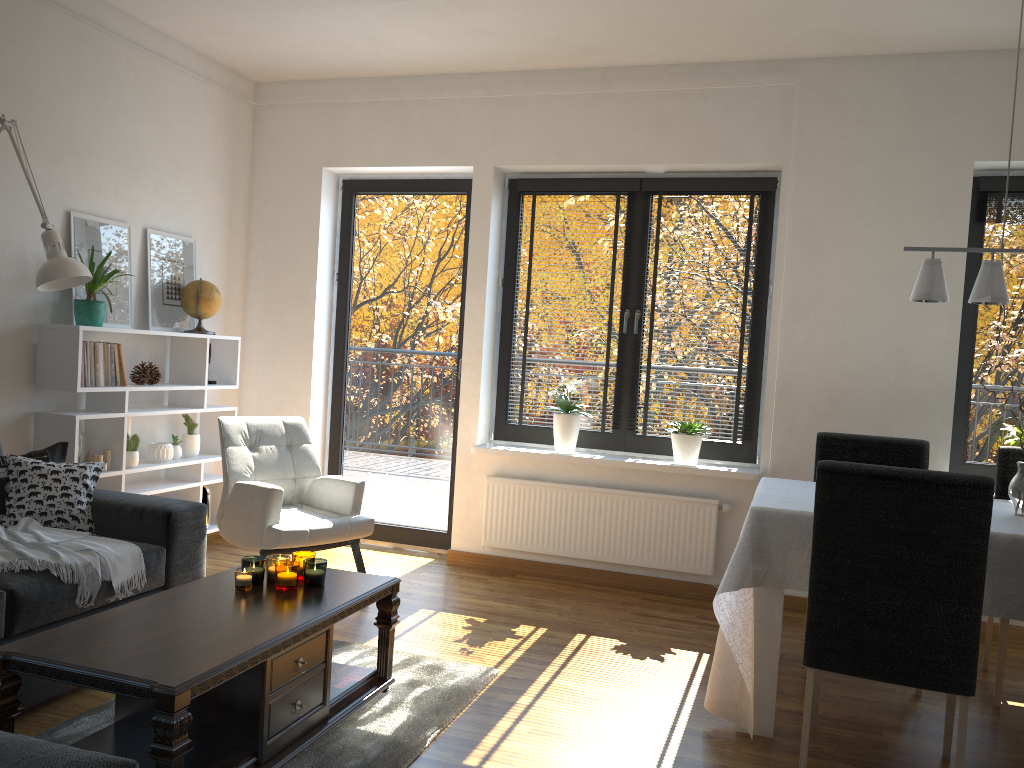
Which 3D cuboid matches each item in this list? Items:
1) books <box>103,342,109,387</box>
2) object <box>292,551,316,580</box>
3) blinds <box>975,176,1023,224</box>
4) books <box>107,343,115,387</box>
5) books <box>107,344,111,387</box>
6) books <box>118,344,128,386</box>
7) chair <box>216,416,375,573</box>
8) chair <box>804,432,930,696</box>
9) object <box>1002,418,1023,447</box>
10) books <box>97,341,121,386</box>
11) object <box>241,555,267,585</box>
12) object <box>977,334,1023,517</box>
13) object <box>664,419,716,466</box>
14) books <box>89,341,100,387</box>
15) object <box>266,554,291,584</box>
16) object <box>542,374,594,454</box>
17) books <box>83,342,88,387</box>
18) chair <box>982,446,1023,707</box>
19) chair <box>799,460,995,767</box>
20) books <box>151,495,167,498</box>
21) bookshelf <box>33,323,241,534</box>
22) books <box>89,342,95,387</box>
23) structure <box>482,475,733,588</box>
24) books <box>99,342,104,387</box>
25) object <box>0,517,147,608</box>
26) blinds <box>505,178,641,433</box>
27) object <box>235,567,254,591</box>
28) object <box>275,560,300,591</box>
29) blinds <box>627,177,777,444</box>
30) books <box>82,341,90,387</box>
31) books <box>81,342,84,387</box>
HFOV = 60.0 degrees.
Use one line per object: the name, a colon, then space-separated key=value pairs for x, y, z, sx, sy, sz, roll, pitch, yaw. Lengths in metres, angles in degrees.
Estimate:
books: x=-1.962 y=-0.094 z=4.169 sx=0.133 sy=0.209 sz=0.044 roll=4 pitch=3 yaw=18
object: x=-0.704 y=0.611 z=2.991 sx=0.079 sy=0.081 sz=0.079 roll=4 pitch=2 yaw=13
blinds: x=2.635 y=-0.885 z=4.268 sx=0.710 sy=0.230 sz=0.049 roll=4 pitch=2 yaw=18
books: x=-1.950 y=-0.095 z=4.212 sx=0.133 sy=0.208 sz=0.044 roll=4 pitch=3 yaw=18
books: x=-1.956 y=-0.092 z=4.191 sx=0.131 sy=0.204 sz=0.035 roll=4 pitch=3 yaw=18
books: x=-1.925 y=-0.094 z=4.276 sx=0.132 sy=0.204 sz=0.070 roll=4 pitch=3 yaw=19
chair: x=-1.070 y=0.597 z=4.252 sx=0.684 sy=0.832 sz=0.545 roll=6 pitch=3 yaw=43
chair: x=1.474 y=0.706 z=3.676 sx=0.461 sy=0.961 sz=0.544 roll=4 pitch=2 yaw=18
object: x=2.487 y=0.346 z=4.176 sx=0.333 sy=0.385 sz=0.299 roll=5 pitch=3 yaw=33
books: x=-1.939 y=-0.095 z=4.247 sx=0.128 sy=0.211 sz=0.061 roll=4 pitch=3 yaw=19
object: x=-0.841 y=0.606 z=2.883 sx=0.079 sy=0.081 sz=0.079 roll=4 pitch=2 yaw=13
object: x=1.810 y=0.071 z=3.042 sx=0.403 sy=0.785 sz=0.615 roll=3 pitch=2 yaw=-7
object: x=0.936 y=0.309 z=4.723 sx=0.267 sy=0.237 sz=0.283 roll=4 pitch=2 yaw=0
books: x=-1.975 y=-0.094 z=4.114 sx=0.133 sy=0.210 sz=0.044 roll=4 pitch=3 yaw=19
object: x=-0.770 y=0.609 z=2.917 sx=0.079 sy=0.081 sz=0.079 roll=4 pitch=2 yaw=13
object: x=0.308 y=0.162 z=4.869 sx=0.286 sy=0.444 sz=0.340 roll=4 pitch=2 yaw=6
books: x=-2.000 y=-0.091 z=4.054 sx=0.136 sy=0.210 sz=0.033 roll=4 pitch=3 yaw=19
chair: x=2.141 y=0.753 z=3.459 sx=0.461 sy=0.961 sz=0.544 roll=4 pitch=2 yaw=23
chair: x=1.167 y=0.714 z=2.740 sx=0.461 sy=0.961 sz=0.544 roll=4 pitch=2 yaw=23
books: x=-1.852 y=0.700 z=4.627 sx=0.190 sy=0.217 sz=0.092 roll=4 pitch=2 yaw=18
bookshelf: x=-1.878 y=0.327 z=4.551 sx=0.237 sy=1.201 sz=1.189 roll=4 pitch=2 yaw=18
books: x=-1.987 y=-0.093 z=4.090 sx=0.136 sy=0.209 sz=0.044 roll=4 pitch=3 yaw=18
structure: x=0.532 y=0.792 z=4.770 sx=1.456 sy=0.460 sz=0.078 roll=4 pitch=3 yaw=17
books: x=-1.971 y=-0.094 z=4.143 sx=0.135 sy=0.208 sz=0.048 roll=4 pitch=3 yaw=18
object: x=-1.623 y=0.605 z=2.982 sx=0.605 sy=0.212 sz=0.488 roll=4 pitch=2 yaw=14
blinds: x=0.332 y=-0.450 z=5.031 sx=0.710 sy=1.423 sz=0.049 roll=4 pitch=3 yaw=18
object: x=-0.848 y=0.618 z=2.807 sx=0.060 sy=0.061 sz=0.060 roll=4 pitch=2 yaw=23
object: x=-0.721 y=0.615 z=2.843 sx=0.079 sy=0.081 sz=0.079 roll=4 pitch=2 yaw=13
blinds: x=1.017 y=-0.402 z=4.808 sx=0.710 sy=1.423 sz=0.049 roll=4 pitch=3 yaw=18
books: x=-1.993 y=-0.094 z=4.069 sx=0.129 sy=0.209 sz=0.035 roll=4 pitch=3 yaw=18
books: x=-2.005 y=-0.092 z=4.032 sx=0.129 sy=0.205 sz=0.043 roll=4 pitch=3 yaw=18
